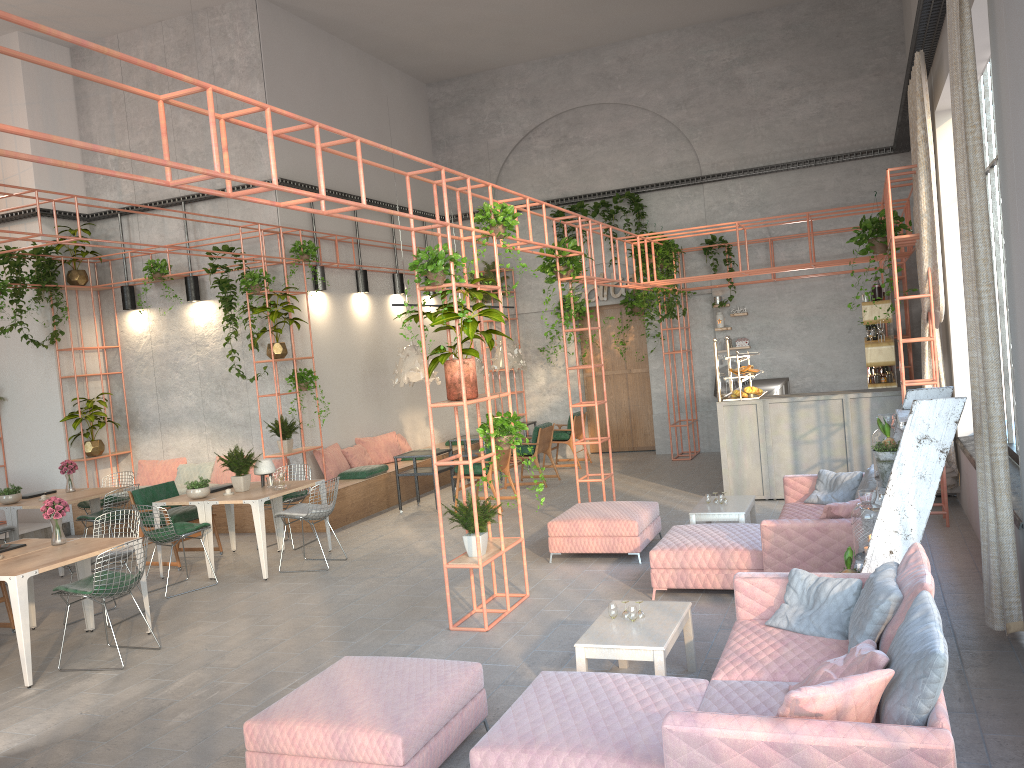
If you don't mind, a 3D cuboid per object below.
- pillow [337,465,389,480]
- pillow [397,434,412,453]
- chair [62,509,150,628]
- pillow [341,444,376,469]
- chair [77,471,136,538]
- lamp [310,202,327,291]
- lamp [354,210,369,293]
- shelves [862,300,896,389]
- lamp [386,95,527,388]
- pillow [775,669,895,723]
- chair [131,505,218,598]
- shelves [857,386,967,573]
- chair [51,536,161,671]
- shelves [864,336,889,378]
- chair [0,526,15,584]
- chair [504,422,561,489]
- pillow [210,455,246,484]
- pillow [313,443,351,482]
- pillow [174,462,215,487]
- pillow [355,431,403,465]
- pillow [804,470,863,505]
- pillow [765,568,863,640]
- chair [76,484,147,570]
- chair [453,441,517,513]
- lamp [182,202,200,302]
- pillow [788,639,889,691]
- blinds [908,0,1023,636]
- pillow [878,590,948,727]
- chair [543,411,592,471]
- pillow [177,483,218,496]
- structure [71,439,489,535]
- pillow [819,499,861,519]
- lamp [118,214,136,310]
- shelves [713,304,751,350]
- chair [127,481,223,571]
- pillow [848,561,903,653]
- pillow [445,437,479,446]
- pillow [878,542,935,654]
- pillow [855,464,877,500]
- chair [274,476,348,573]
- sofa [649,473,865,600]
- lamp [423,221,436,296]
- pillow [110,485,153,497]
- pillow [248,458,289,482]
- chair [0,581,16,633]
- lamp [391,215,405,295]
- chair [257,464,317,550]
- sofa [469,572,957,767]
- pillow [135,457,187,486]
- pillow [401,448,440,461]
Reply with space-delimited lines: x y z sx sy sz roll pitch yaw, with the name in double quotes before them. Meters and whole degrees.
"pillow" -2.142 1.274 12.799 0.491 0.149 0.637 -4 3 23
"pillow" -1.858 1.033 14.628 0.289 0.385 0.666 -5 2 17
"chair" -3.763 1.691 8.163 0.565 0.941 0.717 -4 3 23
"pillow" -2.329 1.126 13.439 0.289 0.385 0.666 -5 2 17
"chair" -5.368 1.689 11.802 0.565 0.941 0.717 -4 3 23
"lamp" -2.888 -2.084 13.029 0.185 1.425 0.179 -4 3 22
"lamp" -2.443 -2.171 14.149 0.185 1.425 0.179 -4 3 22
"shelves" 4.858 -0.170 11.697 0.328 1.838 1.750 -4 3 22
"lamp" -0.870 -2.091 13.952 0.704 4.052 4.456 -4 3 22
"pillow" 1.239 1.292 3.493 0.495 0.349 0.308 -6 2 -18
"chair" -3.431 1.624 9.026 0.565 0.941 0.717 -3 3 38
"shelves" 2.507 0.879 5.792 0.856 1.618 0.842 -4 3 22
"chair" -3.174 1.687 6.932 0.717 0.941 0.565 -5 2 18
"shelves" 5.564 -0.309 13.477 0.328 1.838 1.750 -4 3 22
"chair" -6.043 1.824 10.078 0.565 0.941 0.717 -3 3 38
"chair" 0.289 1.096 13.699 0.685 0.930 0.722 -4 3 22
"pillow" -4.094 1.269 12.774 0.839 0.474 0.276 -3 3 42
"pillow" -2.590 1.128 12.849 0.276 0.474 0.839 -5 2 12
"pillow" -4.672 1.361 13.034 0.666 0.385 0.289 -5 2 17
"pillow" -2.079 1.032 14.021 0.276 0.474 0.839 -3 3 42
"pillow" 2.982 0.969 8.195 0.307 0.324 0.500 -7 3 -33
"pillow" 1.682 1.226 4.918 0.307 0.324 0.500 -7 3 -33
"chair" -4.778 1.685 10.571 0.717 0.941 0.565 -5 2 18
"chair" -0.362 1.224 12.057 0.685 0.929 0.722 -4 3 22
"lamp" -4.659 -1.908 12.772 0.179 1.425 0.185 -4 3 22
"pillow" 1.458 1.275 3.892 0.441 0.317 0.479 -5 2 3
"blinds" 3.644 -0.834 7.573 0.414 4.389 4.957 -4 3 23
"pillow" 1.656 1.200 3.679 0.273 0.476 0.836 -4 3 22
"chair" 0.926 0.970 15.306 0.685 0.930 0.722 -4 3 22
"pillow" -4.499 1.504 12.544 0.637 0.149 0.491 -4 3 23
"structure" -3.332 1.597 14.882 4.386 0.500 5.831 -4 3 22
"pillow" 2.539 1.036 6.770 0.495 0.349 0.308 -6 2 -18
"lamp" -5.777 -1.823 13.223 0.179 1.425 0.185 -4 3 22
"shelves" 3.740 -0.977 15.098 0.560 0.790 0.186 -4 3 22
"chair" -3.919 1.621 10.310 0.685 0.917 0.722 -4 3 22
"pillow" 1.868 1.172 4.585 0.289 0.385 0.666 -4 3 22
"pillow" -0.853 1.020 16.048 0.491 0.149 0.637 -4 3 23
"pillow" 1.999 1.131 4.515 0.276 0.474 0.839 -4 3 22
"pillow" 3.168 0.915 7.862 0.289 0.385 0.666 -4 3 22
"chair" -2.166 1.486 9.520 0.717 0.941 0.565 -5 2 18
"sofa" 2.354 1.283 7.698 1.960 0.672 2.219 -4 3 22
"lamp" -1.559 -2.346 16.379 0.185 1.425 0.179 -4 3 22
"pillow" -5.469 1.578 12.934 0.637 0.149 0.491 -4 3 23
"pillow" -3.486 1.270 12.557 0.666 0.385 0.289 -5 2 17
"chair" -4.927 1.822 7.722 0.685 0.917 0.722 -4 3 22
"lamp" -2.003 -2.258 15.259 0.185 1.425 0.179 -4 3 22
"chair" -2.755 1.490 10.750 0.565 0.941 0.717 -4 3 23
"sofa" 1.054 1.539 4.421 1.960 0.672 2.219 -4 3 22
"pillow" -5.263 1.357 13.291 0.839 0.474 0.276 -5 2 12
"pillow" -1.505 1.149 14.404 0.491 0.149 0.637 -4 3 23
